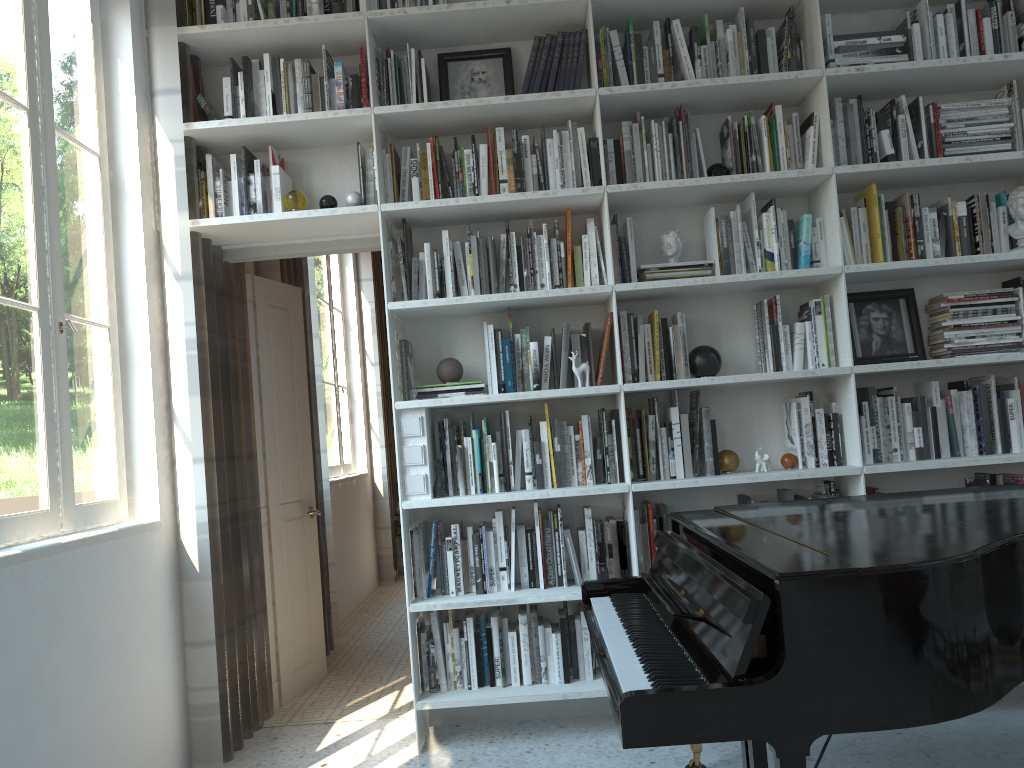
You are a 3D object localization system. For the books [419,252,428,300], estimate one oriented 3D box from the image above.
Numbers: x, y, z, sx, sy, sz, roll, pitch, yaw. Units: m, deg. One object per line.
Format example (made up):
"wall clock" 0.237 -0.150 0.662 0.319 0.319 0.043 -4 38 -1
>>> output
"books" -0.345 -0.400 3.487 0.042 0.208 0.143 -4 -3 1

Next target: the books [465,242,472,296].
"books" -0.164 -0.426 3.476 0.014 0.229 0.148 -4 -3 1

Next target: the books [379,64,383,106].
"books" -0.509 -1.135 3.539 0.006 0.233 0.136 -4 -3 1

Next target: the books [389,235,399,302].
"books" -0.458 -0.430 3.495 0.012 0.285 0.159 -4 -3 1

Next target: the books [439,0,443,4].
"books" -0.276 -1.507 3.533 0.014 0.201 0.170 -4 -3 1

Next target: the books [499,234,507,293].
"books" -0.034 -0.448 3.491 0.048 0.256 0.141 -4 -3 1

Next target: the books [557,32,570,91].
"books" 0.198 -1.218 3.519 0.078 0.285 0.174 -4 -3 1

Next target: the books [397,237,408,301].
"books" -0.415 -0.425 3.468 0.027 0.266 0.176 -4 -3 1

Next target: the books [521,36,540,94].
"books" 0.068 -1.202 3.513 0.110 0.279 0.174 -4 -3 1

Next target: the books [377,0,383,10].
"books" -0.524 -1.515 3.543 0.007 0.258 0.156 -4 -3 1

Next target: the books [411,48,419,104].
"books" -0.376 -1.160 3.500 0.023 0.258 0.183 -4 -3 1

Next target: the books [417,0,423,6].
"books" -0.363 -1.490 3.530 0.026 0.182 0.161 -4 -3 1

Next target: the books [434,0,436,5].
"books" -0.304 -1.554 3.541 0.007 0.301 0.145 -4 -3 1

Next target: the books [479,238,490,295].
"books" -0.103 -0.435 3.466 0.024 0.237 0.167 -4 -3 1

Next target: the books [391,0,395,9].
"books" -0.464 -1.487 3.546 0.017 0.193 0.129 -4 -3 1

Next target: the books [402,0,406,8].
"books" -0.420 -1.490 3.543 0.014 0.192 0.146 -4 -3 1

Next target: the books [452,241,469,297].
"books" -0.196 -0.429 3.496 0.049 0.242 0.139 -4 -3 1

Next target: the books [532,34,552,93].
"books" 0.113 -1.206 3.503 0.110 0.279 0.174 -4 -3 1

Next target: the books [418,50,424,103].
"books" -0.347 -1.160 3.507 0.012 0.254 0.166 -4 -3 1

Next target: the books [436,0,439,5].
"books" -0.293 -1.550 3.553 0.015 0.293 0.131 -4 -3 1

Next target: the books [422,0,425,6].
"books" -0.346 -1.526 3.537 0.013 0.252 0.129 -4 -3 1

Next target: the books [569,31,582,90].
"books" 0.244 -1.221 3.518 0.078 0.285 0.174 -4 -3 1

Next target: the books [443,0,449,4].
"books" -0.263 -1.511 3.543 0.013 0.210 0.136 -4 -3 1

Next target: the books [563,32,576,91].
"books" 0.221 -1.219 3.523 0.078 0.285 0.174 -4 -3 1

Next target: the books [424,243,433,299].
"books" -0.315 -0.417 3.471 0.022 0.235 0.177 -4 -3 1

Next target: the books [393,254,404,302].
"books" -0.436 -0.394 3.484 0.026 0.209 0.155 -4 -3 1

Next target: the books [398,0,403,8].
"books" -0.437 -1.515 3.535 0.016 0.243 0.156 -4 -3 1

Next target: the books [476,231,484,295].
"books" -0.121 -0.449 3.483 0.011 0.271 0.158 -4 -3 1

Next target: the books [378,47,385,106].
"books" -0.504 -1.163 3.517 0.006 0.287 0.148 -4 -3 1

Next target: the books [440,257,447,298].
"books" -0.263 -0.395 3.503 0.021 0.187 0.129 -4 -3 1

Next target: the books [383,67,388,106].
"books" -0.490 -1.123 3.519 0.015 0.207 0.172 -4 -3 1

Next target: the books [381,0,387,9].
"books" -0.502 -1.493 3.541 0.032 0.210 0.158 -4 -3 1

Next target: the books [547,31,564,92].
"books" 0.165 -1.213 3.500 0.097 0.282 0.174 -4 -3 1

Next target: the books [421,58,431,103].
"books" -0.334 -1.141 3.498 0.012 0.214 0.185 -4 -3 1

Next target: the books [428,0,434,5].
"books" -0.315 -1.510 3.519 0.021 0.213 0.173 -4 -3 1

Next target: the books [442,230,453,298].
"books" -0.245 -0.445 3.482 0.023 0.281 0.174 -4 -3 1

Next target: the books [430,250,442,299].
"books" -0.289 -0.404 3.459 0.028 0.203 0.188 -4 -3 1

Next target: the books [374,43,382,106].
"books" -0.519 -1.166 3.507 0.005 0.292 0.184 -4 -3 1

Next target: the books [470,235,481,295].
"books" -0.136 -0.437 3.465 0.021 0.247 0.189 -4 -3 1

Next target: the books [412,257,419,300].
"books" -0.369 -0.386 3.468 0.037 0.182 0.189 -4 -3 1

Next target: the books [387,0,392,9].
"books" -0.481 -1.514 3.534 0.012 0.249 0.180 -4 -3 1

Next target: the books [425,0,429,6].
"books" -0.332 -1.511 3.527 0.013 0.219 0.181 -4 -3 1

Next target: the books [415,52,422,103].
"books" -0.359 -1.157 3.509 0.011 0.249 0.168 -4 -3 1

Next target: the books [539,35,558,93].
"books" 0.136 -1.207 3.520 0.110 0.279 0.174 -4 -3 1

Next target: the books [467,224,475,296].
"books" -0.154 -0.459 3.475 0.011 0.293 0.183 -4 -3 1

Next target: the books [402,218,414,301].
"books" -0.399 -0.460 3.466 0.012 0.333 0.184 -4 -3 1

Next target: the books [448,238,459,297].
"books" -0.226 -0.429 3.473 0.011 0.246 0.176 -4 -3 1

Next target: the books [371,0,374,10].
"books" -0.548 -1.526 3.546 0.007 0.285 0.159 -4 -3 1

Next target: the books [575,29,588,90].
"books" 0.266 -1.224 3.504 0.078 0.285 0.174 -4 -3 1

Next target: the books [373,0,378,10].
"books" -0.533 -1.488 3.536 0.017 0.204 0.142 -4 -3 1

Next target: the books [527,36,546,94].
"books" 0.091 -1.204 3.521 0.110 0.279 0.174 -4 -3 1

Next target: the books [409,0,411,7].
"books" -0.398 -1.533 3.530 0.007 0.272 0.154 -4 -3 1

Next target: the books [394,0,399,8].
"books" -0.451 -1.505 3.530 0.013 0.225 0.177 -4 -3 1

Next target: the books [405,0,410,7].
"books" -0.409 -1.526 3.531 0.016 0.260 0.154 -4 -3 1

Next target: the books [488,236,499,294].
"books" -0.069 -0.440 3.474 0.023 0.242 0.184 -4 -3 1

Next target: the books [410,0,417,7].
"books" -0.387 -1.538 3.515 0.015 0.279 0.190 -4 -3 1

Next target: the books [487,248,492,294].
"books" -0.084 -0.418 3.491 0.010 0.204 0.139 -4 -3 1
